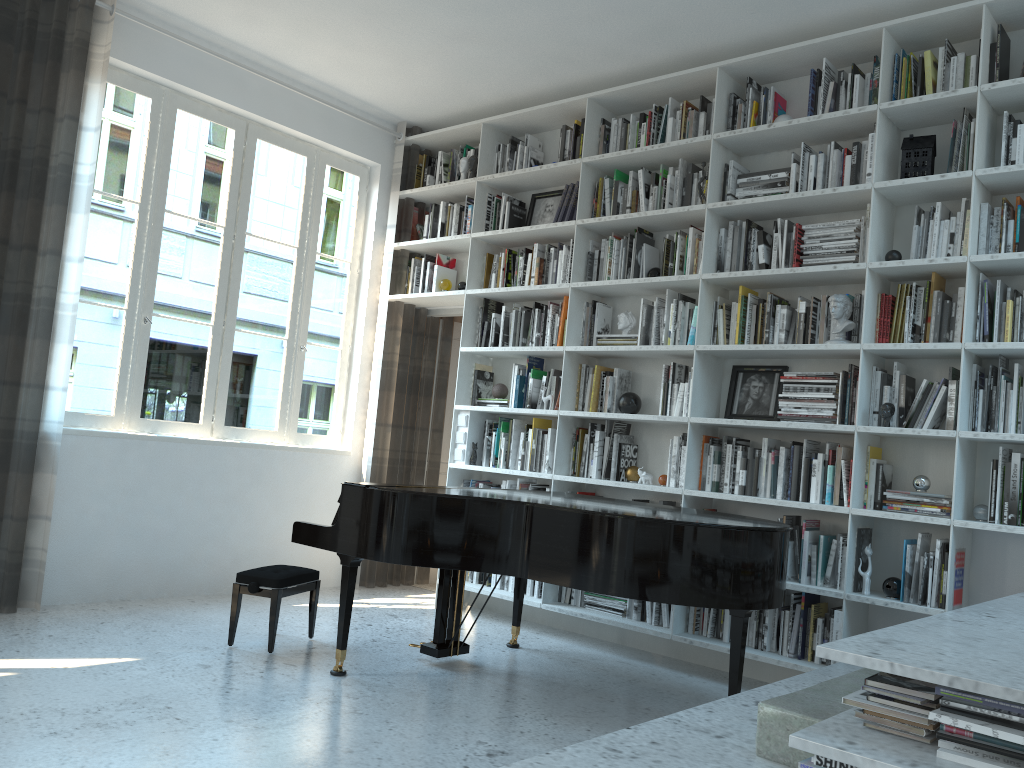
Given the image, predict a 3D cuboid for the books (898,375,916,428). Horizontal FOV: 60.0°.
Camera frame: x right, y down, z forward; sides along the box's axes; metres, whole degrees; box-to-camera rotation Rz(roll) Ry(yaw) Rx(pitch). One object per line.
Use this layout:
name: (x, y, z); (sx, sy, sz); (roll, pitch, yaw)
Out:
books: (1.791, 0.090, 4.019); (0.035, 0.248, 0.141); (2, -5, 41)

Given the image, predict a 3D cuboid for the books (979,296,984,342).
books: (2.050, -0.255, 3.832); (0.015, 0.220, 0.155); (2, -5, 41)

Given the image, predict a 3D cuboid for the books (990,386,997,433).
books: (2.065, 0.119, 3.769); (0.013, 0.204, 0.154); (2, -5, 41)

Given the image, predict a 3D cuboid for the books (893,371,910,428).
books: (1.773, 0.081, 4.035); (0.012, 0.265, 0.157); (2, -5, 41)

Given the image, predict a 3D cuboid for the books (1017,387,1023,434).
books: (2.141, 0.122, 3.702); (0.013, 0.203, 0.167); (2, -5, 41)

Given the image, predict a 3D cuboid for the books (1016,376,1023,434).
books: (2.138, 0.100, 3.712); (0.007, 0.247, 0.153); (2, -5, 41)

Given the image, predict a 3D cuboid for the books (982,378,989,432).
books: (2.044, 0.102, 3.800); (0.011, 0.239, 0.136); (2, -5, 41)

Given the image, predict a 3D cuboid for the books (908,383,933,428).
books: (1.837, 0.111, 3.946); (0.089, 0.210, 0.176); (2, -5, 41)

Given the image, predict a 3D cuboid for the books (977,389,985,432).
books: (2.026, 0.126, 3.800); (0.015, 0.188, 0.168); (2, -5, 41)

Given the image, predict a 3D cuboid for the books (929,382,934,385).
books: (1.840, 0.107, 3.963); (0.088, 0.219, 0.138); (2, -5, 41)

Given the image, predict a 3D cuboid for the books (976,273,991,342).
books: (2.038, -0.306, 3.831); (0.006, 0.318, 0.164); (2, -5, 41)

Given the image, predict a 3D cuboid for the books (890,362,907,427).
books: (1.760, 0.059, 4.038); (0.013, 0.306, 0.141); (2, -5, 41)

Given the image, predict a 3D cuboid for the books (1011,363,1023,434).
books: (2.120, 0.073, 3.706); (0.014, 0.296, 0.175); (2, -5, 41)

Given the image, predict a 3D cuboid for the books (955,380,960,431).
books: (1.961, 0.104, 3.850); (0.021, 0.226, 0.148); (2, -5, 41)

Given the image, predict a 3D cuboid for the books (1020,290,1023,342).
books: (2.169, -0.263, 3.733); (0.017, 0.242, 0.132); (2, -5, 41)

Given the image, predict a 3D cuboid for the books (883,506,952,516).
books: (1.793, 0.554, 3.869); (0.159, 0.012, 0.285); (10, -6, -44)

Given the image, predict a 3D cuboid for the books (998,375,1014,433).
books: (2.082, 0.096, 3.740); (0.013, 0.248, 0.165); (2, -5, 41)

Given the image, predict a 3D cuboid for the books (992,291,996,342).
books: (2.089, -0.265, 3.812); (0.007, 0.244, 0.145); (2, -5, 41)

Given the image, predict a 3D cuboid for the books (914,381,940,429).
books: (1.863, 0.106, 3.952); (0.095, 0.226, 0.144); (2, -5, 41)

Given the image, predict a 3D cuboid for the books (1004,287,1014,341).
books: (2.124, -0.271, 3.774); (0.013, 0.255, 0.144); (2, -5, 41)

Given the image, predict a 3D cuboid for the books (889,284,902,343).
books: (1.778, -0.299, 4.066); (0.035, 0.293, 0.145); (2, -5, 41)

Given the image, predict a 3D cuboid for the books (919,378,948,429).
books: (1.879, 0.098, 3.930); (0.094, 0.238, 0.150); (2, -5, 41)

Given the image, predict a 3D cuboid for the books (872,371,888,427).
books: (1.708, 0.080, 4.091); (0.024, 0.263, 0.154); (2, -5, 41)

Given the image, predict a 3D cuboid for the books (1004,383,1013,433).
books: (2.100, 0.112, 3.725); (0.013, 0.218, 0.161); (2, -5, 41)

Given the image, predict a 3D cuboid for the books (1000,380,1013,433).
books: (2.084, 0.106, 3.724); (0.011, 0.226, 0.188); (2, -5, 41)

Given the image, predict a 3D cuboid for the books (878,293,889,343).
books: (1.740, -0.281, 4.117); (0.015, 0.255, 0.150); (2, -5, 41)

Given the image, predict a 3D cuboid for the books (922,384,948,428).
books: (1.887, 0.112, 3.934); (0.090, 0.215, 0.139); (2, -5, 41)

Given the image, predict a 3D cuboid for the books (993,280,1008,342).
books: (2.085, -0.286, 3.771); (0.013, 0.279, 0.192); (2, -5, 41)

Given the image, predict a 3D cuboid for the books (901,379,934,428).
books: (1.822, 0.101, 3.955); (0.095, 0.228, 0.190); (2, -5, 41)

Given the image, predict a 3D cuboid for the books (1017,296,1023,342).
books: (2.150, -0.249, 3.731); (0.007, 0.211, 0.158); (2, -5, 41)

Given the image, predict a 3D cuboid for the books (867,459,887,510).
books: (1.673, 0.461, 4.066); (0.027, 0.228, 0.141); (2, -5, 41)

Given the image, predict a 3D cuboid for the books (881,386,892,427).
books: (1.729, 0.114, 4.036); (0.027, 0.192, 0.182); (2, -5, 41)

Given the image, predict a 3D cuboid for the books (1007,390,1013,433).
books: (2.105, 0.128, 3.712); (0.013, 0.186, 0.184); (2, -5, 41)

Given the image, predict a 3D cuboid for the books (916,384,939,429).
books: (1.867, 0.113, 3.941); (0.090, 0.212, 0.143); (2, -5, 41)

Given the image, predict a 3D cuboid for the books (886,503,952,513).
books: (1.792, 0.542, 3.868); (0.161, 0.012, 0.254); (9, -6, -43)

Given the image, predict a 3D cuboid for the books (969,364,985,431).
books: (2.011, 0.072, 3.834); (0.014, 0.298, 0.148); (2, -5, 41)

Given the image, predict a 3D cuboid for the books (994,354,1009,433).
books: (2.085, 0.052, 3.774); (0.007, 0.341, 0.149); (2, -5, 41)

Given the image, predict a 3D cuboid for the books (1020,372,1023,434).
books: (2.146, 0.089, 3.688); (0.012, 0.267, 0.183); (2, -5, 41)

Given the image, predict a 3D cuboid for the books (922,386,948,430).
books: (1.889, 0.117, 3.917); (0.091, 0.205, 0.169); (2, -5, 41)

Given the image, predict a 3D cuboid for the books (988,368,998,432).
books: (2.056, 0.080, 3.772); (0.006, 0.281, 0.155); (2, -5, 41)

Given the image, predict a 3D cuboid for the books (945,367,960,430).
books: (1.935, 0.075, 3.889); (0.013, 0.285, 0.139); (2, -5, 41)

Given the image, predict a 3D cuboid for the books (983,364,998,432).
books: (2.049, 0.073, 3.782); (0.018, 0.295, 0.177); (2, -5, 41)

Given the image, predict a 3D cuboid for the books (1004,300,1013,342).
books: (2.112, -0.242, 3.739); (0.017, 0.192, 0.191); (2, -5, 41)

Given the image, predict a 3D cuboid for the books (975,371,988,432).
books: (2.014, 0.086, 3.803); (0.010, 0.266, 0.158); (2, -5, 41)

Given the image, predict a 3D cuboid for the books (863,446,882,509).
books: (1.661, 0.433, 4.081); (0.012, 0.285, 0.159); (2, -5, 41)

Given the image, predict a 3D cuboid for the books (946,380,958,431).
books: (1.934, 0.104, 3.858); (0.029, 0.223, 0.171); (2, -5, 41)

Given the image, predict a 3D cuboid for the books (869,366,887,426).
books: (1.695, 0.069, 4.104); (0.012, 0.285, 0.159); (2, -5, 41)

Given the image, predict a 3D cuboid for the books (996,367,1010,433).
books: (2.076, 0.078, 3.746); (0.005, 0.283, 0.159); (2, -5, 41)

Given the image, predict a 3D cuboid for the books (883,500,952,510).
books: (1.792, 0.530, 3.867); (0.285, 0.012, 0.159); (1, -6, 44)

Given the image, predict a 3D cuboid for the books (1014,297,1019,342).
books: (2.148, -0.247, 3.744); (0.014, 0.209, 0.156); (2, -5, 41)

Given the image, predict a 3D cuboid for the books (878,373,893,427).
books: (1.724, 0.086, 4.071); (0.028, 0.252, 0.142); (2, -5, 41)

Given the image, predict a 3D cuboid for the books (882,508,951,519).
books: (1.788, 0.566, 3.865); (0.285, 0.012, 0.159); (1, -6, 44)

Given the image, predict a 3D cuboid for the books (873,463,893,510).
books: (1.696, 0.471, 4.048); (0.030, 0.210, 0.136); (2, -5, 41)

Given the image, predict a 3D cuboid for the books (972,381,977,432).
books: (2.009, 0.106, 3.814); (0.012, 0.226, 0.147); (2, -5, 41)

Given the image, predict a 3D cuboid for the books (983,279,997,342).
books: (2.062, -0.290, 3.813); (0.035, 0.287, 0.191); (2, -5, 41)

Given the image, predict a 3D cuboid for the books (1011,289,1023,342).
books: (2.141, -0.264, 3.752); (0.008, 0.242, 0.169); (2, -5, 41)

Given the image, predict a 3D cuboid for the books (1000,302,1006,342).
books: (2.107, -0.240, 3.777); (0.014, 0.192, 0.147); (2, -5, 41)
